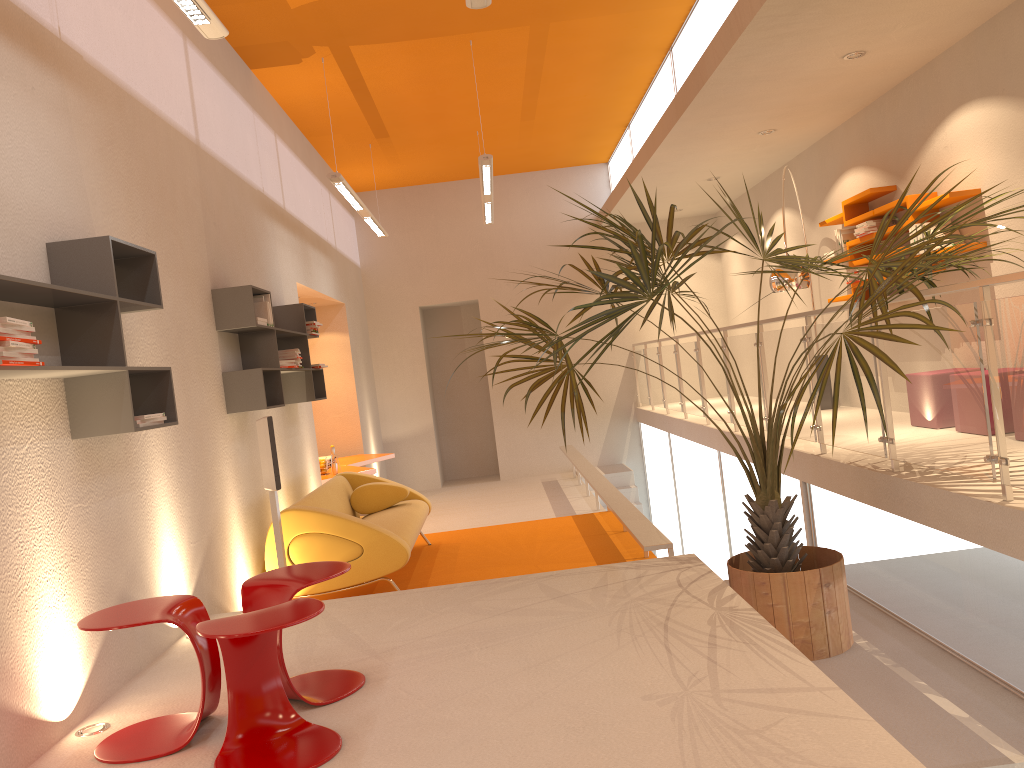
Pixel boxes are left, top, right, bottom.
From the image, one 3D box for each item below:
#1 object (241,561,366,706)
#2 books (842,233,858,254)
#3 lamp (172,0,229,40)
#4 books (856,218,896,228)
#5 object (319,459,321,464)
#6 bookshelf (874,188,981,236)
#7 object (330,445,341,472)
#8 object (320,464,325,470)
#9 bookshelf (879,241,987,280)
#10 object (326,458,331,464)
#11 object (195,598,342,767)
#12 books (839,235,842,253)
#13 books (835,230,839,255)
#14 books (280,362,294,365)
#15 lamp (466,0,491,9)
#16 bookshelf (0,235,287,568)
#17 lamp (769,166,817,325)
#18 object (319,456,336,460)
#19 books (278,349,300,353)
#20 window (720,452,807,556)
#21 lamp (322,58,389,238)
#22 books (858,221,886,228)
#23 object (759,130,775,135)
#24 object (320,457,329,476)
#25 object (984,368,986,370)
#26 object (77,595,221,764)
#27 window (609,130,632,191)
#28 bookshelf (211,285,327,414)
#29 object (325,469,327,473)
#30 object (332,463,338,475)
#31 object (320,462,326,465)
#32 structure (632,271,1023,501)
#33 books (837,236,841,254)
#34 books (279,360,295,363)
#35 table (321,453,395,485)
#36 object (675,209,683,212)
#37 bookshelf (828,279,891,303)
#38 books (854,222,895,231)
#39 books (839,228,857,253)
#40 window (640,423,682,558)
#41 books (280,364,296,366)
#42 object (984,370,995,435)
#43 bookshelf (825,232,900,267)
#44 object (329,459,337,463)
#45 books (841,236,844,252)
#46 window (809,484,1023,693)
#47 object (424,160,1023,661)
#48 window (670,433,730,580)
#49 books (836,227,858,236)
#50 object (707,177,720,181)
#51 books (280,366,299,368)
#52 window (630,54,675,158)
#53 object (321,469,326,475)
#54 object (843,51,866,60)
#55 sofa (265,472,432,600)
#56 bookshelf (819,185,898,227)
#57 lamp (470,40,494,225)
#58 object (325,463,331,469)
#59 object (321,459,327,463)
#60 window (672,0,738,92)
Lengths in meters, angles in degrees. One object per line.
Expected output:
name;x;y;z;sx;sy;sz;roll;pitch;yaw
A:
object;-0.792;0.945;3.362;0.391;0.450;0.420;-6;1;29
books;3.001;-1.235;7.732;0.230;0.169;0.023;-7;1;-1
lamp;-1.404;-2.089;2.519;0.120;1.052;3.195;-7;1;-1
books;2.993;-1.328;7.301;0.230;0.017;0.227;-7;1;-1
object;-1.904;0.769;8.781;0.063;0.051;0.053;-7;1;-9
bookshelf;3.028;-1.291;6.522;0.220;0.220;1.150;-7;1;-1
object;-1.736;0.734;8.621;0.101;0.288;0.088;-8;1;-31
object;-1.851;0.810;8.659;0.053;0.055;0.060;-7;1;-13
bookshelf;3.072;-0.937;6.529;0.220;0.220;1.150;-7;1;-1
object;-2.053;0.832;9.294;0.262;0.049;0.349;-7;1;-1
object;-0.771;0.952;2.812;0.391;0.450;0.420;-8;1;-31
books;2.998;-1.236;7.786;0.230;0.169;0.027;-7;1;-1
books;2.986;-1.265;7.854;0.230;0.227;0.017;-7;1;-1
books;-1.688;-0.134;6.290;0.190;0.015;0.254;-7;1;10
lamp;-0.185;-2.239;2.540;0.120;1.052;3.195;-7;1;-1
bookshelf;-1.576;0.483;3.716;0.322;2.145;3.370;-7;1;1
lamp;2.538;-0.812;7.873;0.315;2.259;2.077;-7;1;22
object;-2.060;0.827;9.649;0.262;0.049;0.349;-7;1;-1
books;-1.716;-0.240;6.657;0.230;0.017;0.226;-7;1;-11
window;1.423;1.829;3.766;0.481;5.399;8.922;-7;1;11
lamp;-1.524;-2.187;8.706;0.120;1.052;3.195;-7;1;-1
books;2.983;-1.311;7.306;0.190;0.015;0.254;-7;1;6
object;2.288;-2.281;7.972;0.143;0.059;0.143;-8;1;-29
object;-1.920;0.812;8.716;0.207;0.174;0.189;-7;1;-1
object;3.079;0.094;6.265;0.390;0.377;0.390;-7;1;-1
object;-1.249;1.006;3.078;0.420;0.450;0.391;-7;1;-1
window;1.436;-2.782;11.626;0.006;0.660;1.894;-7;1;-1
bookshelf;-1.738;-0.233;6.582;0.252;0.790;2.000;-7;1;-1
object;-1.849;0.861;8.729;0.061;0.053;0.053;-7;1;-13
object;-1.718;0.824;8.610;0.060;0.106;0.060;-6;1;31
object;-1.855;0.781;8.701;0.053;0.051;0.063;-7;1;-11
structure;1.941;-0.040;7.078;0.195;0.900;11.050;-7;1;-1
books;2.989;-1.235;7.814;0.230;0.169;0.027;-7;1;-1
books;-1.686;-0.149;6.296;0.190;0.015;0.254;-7;1;16
table;-1.780;1.252;9.482;0.969;0.760;2.573;-7;1;-1
object;2.212;-2.344;11.873;0.143;0.059;0.143;-8;1;-29
bookshelf;3.071;-0.778;7.713;0.220;0.220;1.150;-7;1;-1
books;2.983;-1.295;7.301;0.227;0.017;0.230;-7;1;-6
books;2.983;-1.254;7.761;0.207;0.210;0.021;-7;1;-1
window;2.080;2.430;11.629;0.006;3.760;2.078;-7;1;-1
books;-1.686;-0.121;6.300;0.190;0.011;0.268;-7;1;16
object;3.091;0.104;5.640;0.390;0.377;0.390;-7;1;-1
bookshelf;3.027;-1.134;7.707;0.220;0.220;1.150;-7;1;-1
object;-2.060;0.876;9.649;0.250;0.049;0.349;-7;1;-1
books;2.988;-1.228;7.746;0.207;0.156;0.009;-7;1;-1
window;1.317;0.659;2.508;0.908;1.393;6.719;-7;1;19
object;1.200;0.052;4.296;3.098;2.600;3.241;-7;1;7
window;2.123;2.465;9.396;0.006;3.760;2.311;-7;1;-1
books;2.993;-1.265;7.836;0.230;0.227;0.017;-7;1;-1
object;2.250;-2.312;9.922;0.143;0.059;0.143;-8;1;-29
books;-1.683;-0.109;6.304;0.210;0.013;0.297;-7;1;14
window;1.479;-2.746;9.392;0.006;0.660;2.494;-7;1;-1
object;-1.841;0.860;8.670;0.053;0.053;0.061;-7;1;-11
object;2.325;-2.250;6.024;0.143;0.059;0.143;-8;1;-29
sofa;-1.138;1.094;6.657;0.929;0.706;2.081;-7;1;-1
bookshelf;2.983;-1.487;7.700;0.220;0.220;1.150;-7;1;-1
lamp;-0.304;-2.338;8.728;0.120;1.052;3.195;-7;1;-1
object;-2.047;0.881;9.294;0.262;0.049;0.349;-7;1;-1
object;-1.858;0.768;8.754;0.057;0.060;0.052;-7;1;22
window;1.526;-2.708;6.986;0.006;0.660;2.241;-7;1;-1
